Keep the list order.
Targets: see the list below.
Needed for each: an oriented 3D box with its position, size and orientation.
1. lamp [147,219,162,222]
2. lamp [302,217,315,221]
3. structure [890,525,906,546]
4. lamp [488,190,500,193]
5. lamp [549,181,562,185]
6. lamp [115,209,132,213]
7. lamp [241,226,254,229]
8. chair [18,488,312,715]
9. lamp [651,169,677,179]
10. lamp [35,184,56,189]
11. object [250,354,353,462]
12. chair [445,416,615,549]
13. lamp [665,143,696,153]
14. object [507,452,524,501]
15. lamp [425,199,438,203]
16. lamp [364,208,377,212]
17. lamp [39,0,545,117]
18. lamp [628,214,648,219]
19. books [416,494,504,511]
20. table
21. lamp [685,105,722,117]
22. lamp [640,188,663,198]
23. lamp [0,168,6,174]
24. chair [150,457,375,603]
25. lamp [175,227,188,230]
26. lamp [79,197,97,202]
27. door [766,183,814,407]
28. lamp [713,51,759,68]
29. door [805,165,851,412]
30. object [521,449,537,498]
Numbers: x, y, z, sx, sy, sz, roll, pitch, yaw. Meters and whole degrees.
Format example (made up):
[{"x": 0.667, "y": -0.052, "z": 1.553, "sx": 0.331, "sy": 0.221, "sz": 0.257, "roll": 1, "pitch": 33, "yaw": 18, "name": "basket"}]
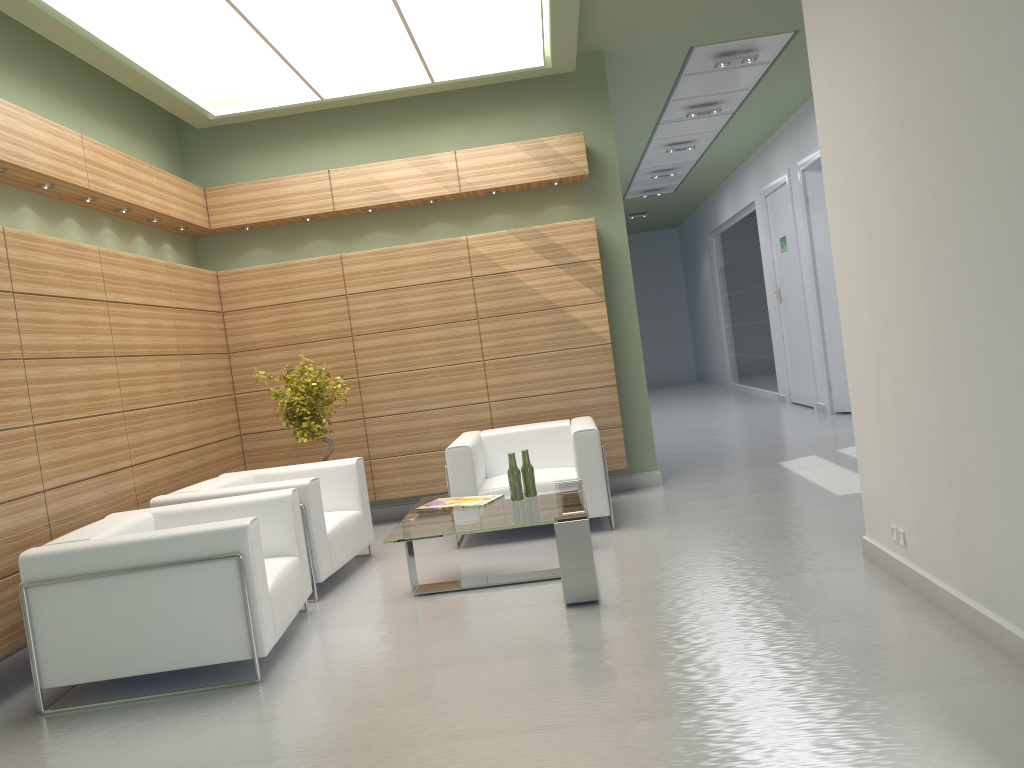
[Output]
[{"x": -4.582, "y": -2.123, "z": 11.367, "sx": 0.181, "sy": 0.074, "sz": 0.181, "roll": -9, "pitch": 2, "yaw": -25, "name": "lamp"}, {"x": -2.934, "y": -2.399, "z": 12.749, "sx": 0.181, "sy": 0.074, "sz": 0.181, "roll": -8, "pitch": 2, "yaw": -2, "name": "lamp"}, {"x": 3.066, "y": 1.201, "z": 7.043, "sx": 0.017, "sy": 0.118, "sz": 0.262, "roll": -8, "pitch": 2, "yaw": 3, "name": "structure"}, {"x": -0.258, "y": -2.756, "z": 12.595, "sx": 0.181, "sy": 0.074, "sz": 0.181, "roll": -9, "pitch": 3, "yaw": -36, "name": "lamp"}, {"x": 0.618, "y": -2.873, "z": 12.545, "sx": 0.181, "sy": 0.074, "sz": 0.181, "roll": -8, "pitch": 2, "yaw": -2, "name": "lamp"}, {"x": -4.624, "y": -2.087, "z": 10.549, "sx": 0.181, "sy": 0.074, "sz": 0.181, "roll": -8, "pitch": 2, "yaw": -14, "name": "lamp"}, {"x": -3.824, "y": -2.280, "z": 12.800, "sx": 0.181, "sy": 0.074, "sz": 0.181, "roll": -8, "pitch": 2, "yaw": -2, "name": "lamp"}, {"x": -2.804, "y": 1.735, "z": 7.605, "sx": 1.802, "sy": 1.234, "sz": 1.894, "roll": -8, "pitch": 2, "yaw": -2, "name": "chair"}, {"x": 3.986, "y": -5.529, "z": 23.276, "sx": 0.657, "sy": 0.159, "sz": 0.286, "roll": -8, "pitch": 2, "yaw": 3, "name": "lamp"}, {"x": -4.706, "y": -2.015, "z": 8.939, "sx": 0.181, "sy": 0.074, "sz": 0.181, "roll": -9, "pitch": 2, "yaw": -25, "name": "lamp"}, {"x": -2.633, "y": 0.884, "z": 11.527, "sx": 1.201, "sy": 2.565, "sz": 1.116, "roll": -9, "pitch": 2, "yaw": -29, "name": "object"}, {"x": 0.231, "y": 1.189, "z": 11.200, "sx": 1.894, "sy": 1.234, "sz": 1.802, "roll": -8, "pitch": 2, "yaw": 3, "name": "chair"}, {"x": 3.825, "y": -5.389, "z": 20.149, "sx": 0.657, "sy": 0.159, "sz": 0.286, "roll": -8, "pitch": 2, "yaw": 3, "name": "lamp"}, {"x": 0.024, "y": 0.914, "z": 8.756, "sx": 0.131, "sy": 0.475, "sz": 0.131, "roll": -9, "pitch": 3, "yaw": -32, "name": "object"}, {"x": -1.152, "y": -2.637, "z": 12.647, "sx": 0.181, "sy": 0.074, "sz": 0.181, "roll": -8, "pitch": 2, "yaw": -2, "name": "lamp"}, {"x": -2.034, "y": -2.519, "z": 12.697, "sx": 0.181, "sy": 0.074, "sz": 0.181, "roll": -9, "pitch": 3, "yaw": -36, "name": "lamp"}, {"x": -1.966, "y": -4.010, "z": 9.492, "sx": 4.571, "sy": 0.325, "sz": 5.060, "roll": -8, "pitch": 2, "yaw": 3, "name": "lamp"}, {"x": 4.370, "y": -5.862, "z": 30.770, "sx": 0.657, "sy": 0.159, "sz": 0.286, "roll": -8, "pitch": 2, "yaw": 3, "name": "lamp"}, {"x": -0.524, "y": 1.206, "z": 9.019, "sx": 0.762, "sy": 0.025, "sz": 0.508, "roll": -7, "pitch": 2, "yaw": 23, "name": "books"}, {"x": -0.127, "y": 1.554, "z": 8.662, "sx": 1.783, "sy": 0.742, "sz": 2.197, "roll": -8, "pitch": 2, "yaw": 3, "name": "table"}, {"x": 3.662, "y": -5.248, "z": 16.968, "sx": 0.657, "sy": 0.159, "sz": 0.286, "roll": -8, "pitch": 2, "yaw": 3, "name": "lamp"}, {"x": 4.142, "y": -5.664, "z": 26.316, "sx": 0.657, "sy": 0.159, "sz": 0.286, "roll": -8, "pitch": 2, "yaw": 3, "name": "lamp"}, {"x": -4.747, "y": -1.980, "z": 8.139, "sx": 0.181, "sy": 0.074, "sz": 0.181, "roll": -8, "pitch": 2, "yaw": -14, "name": "lamp"}, {"x": -2.668, "y": 1.630, "z": 9.924, "sx": 1.769, "sy": 1.234, "sz": 1.894, "roll": -7, "pitch": 2, "yaw": 8, "name": "chair"}, {"x": -4.540, "y": -2.159, "z": 12.173, "sx": 0.181, "sy": 0.074, "sz": 0.181, "roll": -8, "pitch": 2, "yaw": -14, "name": "lamp"}, {"x": -4.664, "y": -2.052, "z": 9.752, "sx": 0.181, "sy": 0.074, "sz": 0.181, "roll": -8, "pitch": 2, "yaw": -14, "name": "lamp"}, {"x": 6.508, "y": -2.027, "z": 20.833, "sx": 0.250, "sy": 5.083, "sz": 2.089, "roll": -8, "pitch": 2, "yaw": 3, "name": "door"}, {"x": 3.506, "y": -5.112, "z": 13.923, "sx": 0.657, "sy": 0.159, "sz": 0.286, "roll": -8, "pitch": 2, "yaw": 3, "name": "lamp"}, {"x": 6.924, "y": -1.962, "z": 17.602, "sx": 0.134, "sy": 5.083, "sz": 2.089, "roll": -9, "pitch": 2, "yaw": -27, "name": "door"}, {"x": 0.158, "y": 0.892, "z": 8.869, "sx": 0.131, "sy": 0.475, "sz": 0.131, "roll": -9, "pitch": 3, "yaw": -32, "name": "object"}]
